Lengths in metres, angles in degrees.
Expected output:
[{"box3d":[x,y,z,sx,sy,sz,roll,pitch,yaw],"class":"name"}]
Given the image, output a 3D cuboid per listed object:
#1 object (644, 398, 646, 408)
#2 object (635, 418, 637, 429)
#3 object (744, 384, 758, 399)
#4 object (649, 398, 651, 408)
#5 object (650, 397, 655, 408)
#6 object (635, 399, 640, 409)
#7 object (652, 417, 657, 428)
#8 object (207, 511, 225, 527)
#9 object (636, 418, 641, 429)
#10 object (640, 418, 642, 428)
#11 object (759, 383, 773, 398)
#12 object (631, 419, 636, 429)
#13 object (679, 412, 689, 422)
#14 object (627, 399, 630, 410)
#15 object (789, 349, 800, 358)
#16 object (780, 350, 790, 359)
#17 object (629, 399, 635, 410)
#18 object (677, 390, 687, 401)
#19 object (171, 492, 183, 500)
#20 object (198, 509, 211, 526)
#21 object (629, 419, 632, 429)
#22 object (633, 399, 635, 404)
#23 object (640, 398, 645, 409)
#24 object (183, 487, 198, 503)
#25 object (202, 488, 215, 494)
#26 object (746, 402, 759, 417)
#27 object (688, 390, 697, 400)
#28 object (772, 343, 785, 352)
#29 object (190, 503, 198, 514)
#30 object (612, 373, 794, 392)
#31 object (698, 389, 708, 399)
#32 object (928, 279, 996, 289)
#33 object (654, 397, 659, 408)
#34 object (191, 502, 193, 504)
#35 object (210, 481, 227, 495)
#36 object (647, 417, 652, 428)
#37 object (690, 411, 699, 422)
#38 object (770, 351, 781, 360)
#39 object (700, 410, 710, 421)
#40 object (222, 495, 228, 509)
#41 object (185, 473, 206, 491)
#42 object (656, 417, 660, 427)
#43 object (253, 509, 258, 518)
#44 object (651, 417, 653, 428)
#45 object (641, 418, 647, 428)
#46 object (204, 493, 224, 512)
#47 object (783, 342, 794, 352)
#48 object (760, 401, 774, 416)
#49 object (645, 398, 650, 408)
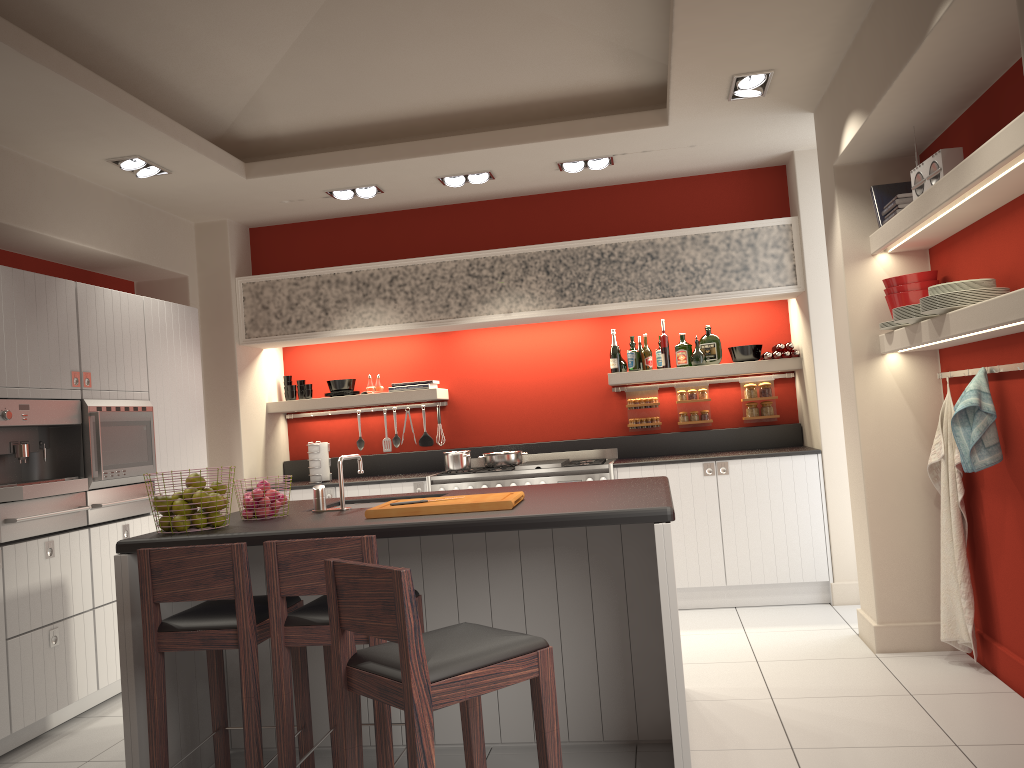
[{"box3d":[1.015,0.146,6.741,0.034,0.078,0.034,-6,-3,30],"class":"object"},{"box3d":[0.948,0.301,6.747,0.034,0.078,0.034,-6,-3,30],"class":"object"},{"box3d":[1.777,0.058,6.601,0.093,0.120,0.094,-6,-3,30],"class":"object"},{"box3d":[1.053,0.143,6.735,0.034,0.078,0.034,-6,-3,30],"class":"object"},{"box3d":[1.063,0.141,6.694,0.034,0.078,0.034,-6,-3,30],"class":"object"},{"box3d":[0.947,0.150,6.713,0.034,0.078,0.034,-6,-3,30],"class":"object"},{"box3d":[1.074,0.288,6.687,0.034,0.078,0.034,-6,-3,30],"class":"object"},{"box3d":[-1.153,0.525,3.457,0.068,0.068,0.068,-5,-3,20],"class":"object"},{"box3d":[0.959,0.298,6.706,0.034,0.078,0.034,-6,-3,30],"class":"object"},{"box3d":[0.986,0.297,6.740,0.034,0.078,0.034,-6,-3,30],"class":"object"},{"box3d":[1.882,0.049,6.585,0.093,0.120,0.094,-6,-3,30],"class":"object"},{"box3d":[0.920,0.301,6.712,0.034,0.078,0.034,-6,-3,30],"class":"object"},{"box3d":[1.294,0.252,6.677,0.068,0.088,0.068,-6,-3,30],"class":"object"},{"box3d":[0.898,0.156,6.760,0.034,0.078,0.034,-6,-3,30],"class":"object"},{"box3d":[2.038,-0.216,6.414,0.061,0.061,0.366,-5,-2,9],"class":"object"},{"box3d":[1.979,-0.210,6.442,0.061,0.061,0.366,-5,-2,9],"class":"object"},{"box3d":[0.909,0.154,6.719,0.034,0.078,0.034,-6,-3,30],"class":"object"},{"box3d":[1.281,0.093,6.684,0.068,0.088,0.068,-6,-3,30],"class":"object"},{"box3d":[-1.312,0.455,3.490,0.057,0.061,0.062,-6,-3,24],"class":"object"},{"box3d":[-1.209,0.524,3.524,0.084,0.079,0.086,-3,-3,-36],"class":"object"},{"box3d":[0.909,0.304,6.753,0.034,0.078,0.034,-6,-3,30],"class":"object"},{"box3d":[0.936,0.153,6.753,0.034,0.078,0.034,-6,-3,30],"class":"object"},{"box3d":[0.986,0.147,6.706,0.034,0.078,0.034,-6,-3,30],"class":"object"},{"box3d":[-1.247,0.430,3.446,0.057,0.061,0.062,-6,-3,24],"class":"object"},{"box3d":[-1.203,0.438,3.505,0.056,0.054,0.057,-4,-3,-20],"class":"object"},{"box3d":[1.787,0.194,6.595,0.093,0.120,0.094,-6,-3,30],"class":"object"},{"box3d":[1.358,0.086,6.672,0.068,0.088,0.068,-6,-3,30],"class":"object"},{"box3d":[1.944,-0.262,6.452,0.062,0.062,0.366,-5,-2,9],"class":"object"},{"box3d":[-1.288,0.505,3.541,0.064,0.060,0.064,-5,-2,4],"class":"object"},{"box3d":[1.441,-0.010,6.740,1.355,0.034,0.048,-5,-2,9],"class":"object"},{"box3d":[1.435,0.080,6.660,0.068,0.088,0.068,-6,-3,30],"class":"object"},{"box3d":[1.884,-0.412,3.717,0.255,0.015,0.255,-4,-2,-10],"class":"object"},{"box3d":[1.092,0.140,6.729,0.034,0.078,0.034,-6,-3,30],"class":"object"},{"box3d":[-1.267,0.444,3.551,0.078,0.076,0.071,-3,-3,-22],"class":"object"},{"box3d":[-1.176,0.421,3.553,0.067,0.064,0.067,-5,-3,10],"class":"object"},{"box3d":[1.036,0.292,6.693,0.034,0.078,0.034,-6,-3,30],"class":"object"},{"box3d":[1.371,0.246,6.664,0.068,0.088,0.068,-6,-3,30],"class":"object"},{"box3d":[1.914,-0.206,6.431,0.062,0.062,0.366,-5,-2,9],"class":"object"},{"box3d":[1.448,0.239,6.652,0.068,0.088,0.068,-6,-3,30],"class":"object"},{"box3d":[-1.159,0.471,3.526,0.057,0.057,0.055,-4,-3,1],"class":"object"},{"box3d":[-1.250,0.390,3.505,0.078,0.080,0.078,-5,-3,9],"class":"object"},{"box3d":[1.103,0.288,6.722,0.034,0.078,0.034,-6,-3,30],"class":"object"},{"box3d":[-1.088,0.546,3.779,0.050,0.049,0.049,-3,-3,-25],"class":"object"},{"box3d":[1.065,0.291,6.728,0.034,0.078,0.034,-6,-3,30],"class":"object"},{"box3d":[0.997,0.295,6.700,0.034,0.078,0.034,-6,-3,30],"class":"object"},{"box3d":[-1.168,0.467,3.468,0.082,0.082,0.082,-3,-3,-24],"class":"object"},{"box3d":[2.002,-0.268,6.419,0.062,0.062,0.366,-5,-2,9],"class":"object"},{"box3d":[1.893,0.185,6.578,0.093,0.120,0.094,-6,-3,30],"class":"object"},{"box3d":[1.024,0.144,6.700,0.034,0.078,0.034,-6,-3,30],"class":"object"}]
